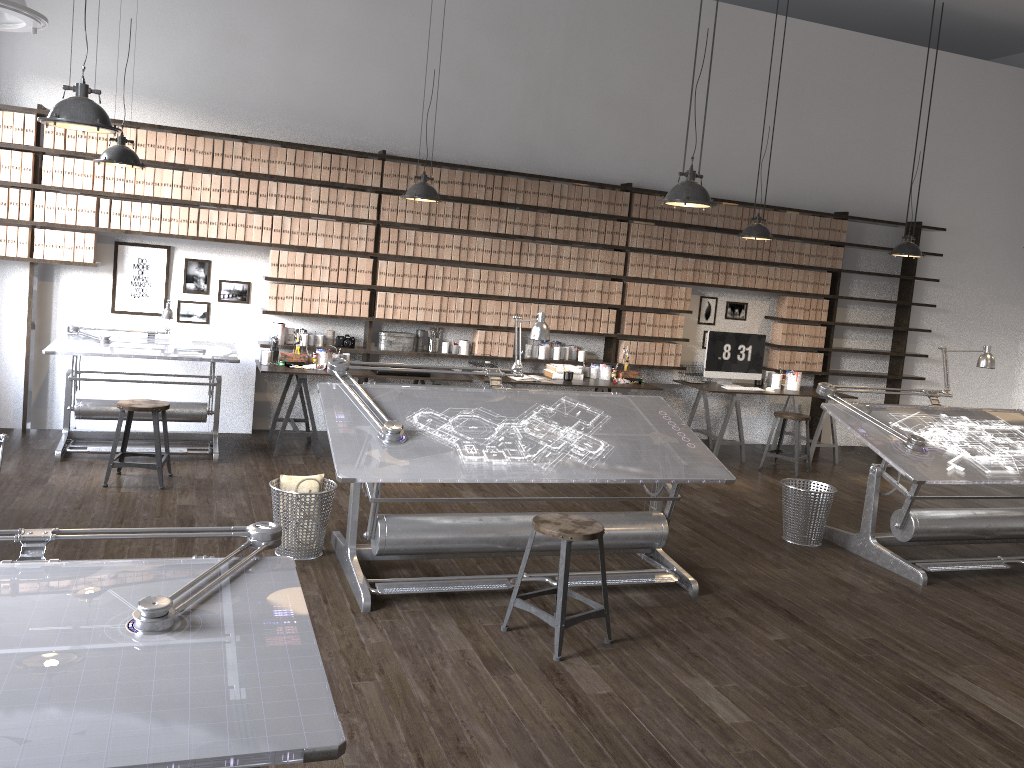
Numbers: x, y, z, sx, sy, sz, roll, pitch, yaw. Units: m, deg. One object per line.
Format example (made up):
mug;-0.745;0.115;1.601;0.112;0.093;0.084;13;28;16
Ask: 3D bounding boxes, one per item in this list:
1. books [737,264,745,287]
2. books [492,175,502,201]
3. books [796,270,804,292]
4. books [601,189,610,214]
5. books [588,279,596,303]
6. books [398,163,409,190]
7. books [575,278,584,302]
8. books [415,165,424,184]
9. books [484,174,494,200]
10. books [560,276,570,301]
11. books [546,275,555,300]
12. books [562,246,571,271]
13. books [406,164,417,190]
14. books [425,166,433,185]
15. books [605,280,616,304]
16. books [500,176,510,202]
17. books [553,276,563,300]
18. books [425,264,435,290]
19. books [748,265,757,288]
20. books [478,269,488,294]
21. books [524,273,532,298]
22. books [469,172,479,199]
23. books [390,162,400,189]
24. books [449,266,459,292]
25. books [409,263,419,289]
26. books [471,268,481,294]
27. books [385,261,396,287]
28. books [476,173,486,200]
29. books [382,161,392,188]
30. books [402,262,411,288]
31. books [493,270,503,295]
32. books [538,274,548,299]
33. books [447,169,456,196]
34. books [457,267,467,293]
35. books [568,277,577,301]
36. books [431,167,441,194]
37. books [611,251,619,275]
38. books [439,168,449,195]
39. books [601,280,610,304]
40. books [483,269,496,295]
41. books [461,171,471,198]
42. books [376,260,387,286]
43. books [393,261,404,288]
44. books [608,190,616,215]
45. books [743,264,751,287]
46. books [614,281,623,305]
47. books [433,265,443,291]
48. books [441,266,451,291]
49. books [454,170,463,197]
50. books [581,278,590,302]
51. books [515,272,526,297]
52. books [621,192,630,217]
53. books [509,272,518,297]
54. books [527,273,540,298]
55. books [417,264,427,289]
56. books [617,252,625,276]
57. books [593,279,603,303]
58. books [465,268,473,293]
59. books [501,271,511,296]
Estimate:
books;2.217;-1.079;8.763;0.066;0.224;0.175;3;6;-20
books;-0.154;-1.724;7.829;0.067;0.225;0.175;4;6;-20
books;2.878;-1.051;9.004;0.066;0.224;0.175;3;6;-20
books;0.827;-1.681;8.187;0.067;0.225;0.175;4;6;-20
books;0.710;-0.864;8.243;0.066;0.224;0.175;4;6;-20
books;-0.941;-1.758;7.540;0.066;0.224;0.175;3;6;-20
books;0.589;-0.869;8.196;0.067;0.225;0.175;3;6;-20
books;-0.810;-1.754;7.595;0.066;0.224;0.175;4;6;-20
books;-0.226;-1.728;7.809;0.066;0.224;0.175;3;6;-20
books;0.458;-0.875;8.154;0.066;0.224;0.175;4;6;-20
books;0.324;-0.881;8.106;0.066;0.224;0.175;3;6;-20
books;0.468;-1.150;8.123;0.066;0.224;0.175;3;6;-20
books;-0.874;-1.756;7.568;0.066;0.224;0.175;3;6;-20
books;-0.744;-1.751;7.618;0.066;0.224;0.175;4;6;-20
books;0.902;-0.856;8.318;0.066;0.224;0.175;4;6;-20
books;-0.087;-1.722;7.860;0.066;0.224;0.175;3;6;-20
books;0.393;-0.878;8.126;0.066;0.224;0.175;3;6;-20
books;-0.730;-0.927;7.720;0.066;0.224;0.175;4;6;-20
books;2.348;-1.074;8.812;0.066;0.224;0.175;4;6;-20
books;-0.276;-0.907;7.880;0.067;0.225;0.175;4;6;-20
books;0.114;-0.890;8.026;0.066;0.224;0.175;4;6;-20
books;-0.359;-1.734;7.759;0.066;0.224;0.175;4;6;-20
books;-1.009;-1.761;7.515;0.067;0.225;0.175;4;6;-20
books;-0.531;-0.918;7.792;0.066;0.224;0.175;3;6;-20
books;-0.870;-0.933;7.668;0.066;0.224;0.175;4;6;-20
books;-0.345;-0.910;7.857;0.066;0.224;0.175;3;6;-20
books;-1.056;-0.940;7.593;0.066;0.224;0.175;3;6;-20
books;-0.291;-1.730;7.780;0.066;0.224;0.175;3;6;-20
books;-1.069;-1.765;7.497;0.066;0.224;0.175;3;6;-20
books;-0.931;-0.936;7.644;0.066;0.224;0.175;3;6;-20
books;-0.147;-0.902;7.934;0.066;0.224;0.175;3;6;-20
books;0.256;-0.884;8.075;0.067;0.225;0.175;4;6;-20
books;-0.551;-1.742;7.688;0.066;0.224;0.175;4;6;-20
books;-0.466;-0.915;7.810;0.067;0.225;0.175;4;6;-20
books;0.524;-0.873;8.178;0.066;0.224;0.175;4;6;-20
books;-0.677;-1.747;7.638;0.067;0.225;0.175;3;6;-20
books;0.922;-1.130;8.290;0.066;0.224;0.175;4;6;-20
books;-0.609;-1.744;7.665;0.066;0.224;0.175;4;6;-20
books;0.837;-0.859;8.292;0.066;0.224;0.175;4;6;-20
books;-0.212;-0.904;7.908;0.066;0.224;0.175;3;6;-20
books;-0.426;-1.737;7.735;0.066;0.224;0.175;4;6;-20
books;-1.125;-0.944;7.571;0.066;0.224;0.175;3;6;-20
books;-0.989;-0.937;7.618;0.067;0.225;0.175;4;6;-20
books;0.888;-1.680;8.216;0.066;0.224;0.175;3;6;-20
books;2.281;-1.077;8.790;0.066;0.224;0.175;4;6;-20
books;0.966;-0.852;8.334;0.067;0.225;0.175;4;6;-20
books;-0.662;-0.924;7.740;0.066;0.224;0.175;4;6;-20
books;-0.597;-0.921;7.768;0.066;0.224;0.175;3;6;-20
books;-0.487;-1.739;7.706;0.067;0.225;0.175;3;6;-20
books;0.650;-0.867;8.223;0.066;0.224;0.175;4;6;-20
books;0.057;-0.892;8.001;0.067;0.225;0.175;3;6;-20
books;1.023;-1.673;8.261;0.066;0.224;0.175;4;6;-20
books;-0.011;-0.895;7.976;0.066;0.224;0.175;4;6;-20
books;0.185;-0.887;8.055;0.066;0.224;0.175;3;6;-20
books;-0.799;-0.929;7.689;0.067;0.225;0.175;3;6;-20
books;0.987;-1.127;8.315;0.066;0.224;0.175;4;6;-20
books;0.773;-0.861;8.264;0.067;0.225;0.175;3;6;-20
books;-0.404;-0.913;7.837;0.066;0.224;0.175;3;6;-20
books;-0.080;-0.898;7.954;0.066;0.224;0.175;4;6;-20
